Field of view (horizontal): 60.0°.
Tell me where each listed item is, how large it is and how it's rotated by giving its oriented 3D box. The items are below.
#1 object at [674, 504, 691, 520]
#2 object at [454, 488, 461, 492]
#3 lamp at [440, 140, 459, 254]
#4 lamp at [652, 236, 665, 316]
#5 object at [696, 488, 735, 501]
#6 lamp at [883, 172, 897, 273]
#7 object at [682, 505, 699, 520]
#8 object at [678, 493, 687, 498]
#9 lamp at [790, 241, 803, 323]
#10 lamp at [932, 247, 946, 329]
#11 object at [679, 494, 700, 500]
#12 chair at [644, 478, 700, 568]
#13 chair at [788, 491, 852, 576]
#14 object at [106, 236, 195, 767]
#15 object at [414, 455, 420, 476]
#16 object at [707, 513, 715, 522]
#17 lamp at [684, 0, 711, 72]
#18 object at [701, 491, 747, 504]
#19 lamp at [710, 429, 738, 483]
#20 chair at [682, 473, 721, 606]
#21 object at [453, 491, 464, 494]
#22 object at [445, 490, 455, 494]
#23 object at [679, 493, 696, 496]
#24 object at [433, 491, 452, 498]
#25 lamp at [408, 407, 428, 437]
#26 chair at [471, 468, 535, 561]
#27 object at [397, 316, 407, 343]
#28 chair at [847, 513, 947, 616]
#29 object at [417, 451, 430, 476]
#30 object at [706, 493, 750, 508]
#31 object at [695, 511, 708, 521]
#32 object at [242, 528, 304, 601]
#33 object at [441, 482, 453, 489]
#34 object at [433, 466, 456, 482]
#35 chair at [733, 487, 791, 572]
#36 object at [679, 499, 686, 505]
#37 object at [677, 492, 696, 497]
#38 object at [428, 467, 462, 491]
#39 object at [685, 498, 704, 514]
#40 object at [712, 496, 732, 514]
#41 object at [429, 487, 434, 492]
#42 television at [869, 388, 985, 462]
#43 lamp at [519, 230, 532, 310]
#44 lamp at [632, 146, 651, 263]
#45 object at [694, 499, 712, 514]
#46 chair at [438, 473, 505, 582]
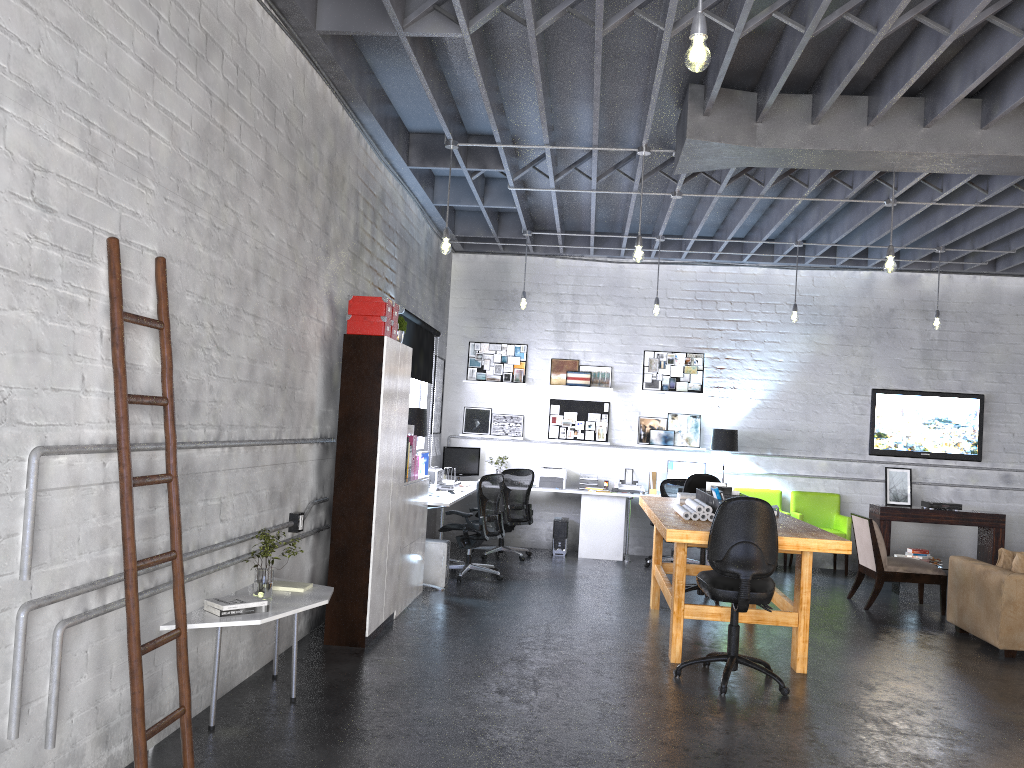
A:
[{"bbox_3d":[1.235,0.928,6.447,0.057,0.058,0.635,3,-3,5],"label":"object"},{"bbox_3d":[-0.552,1.086,9.061,0.078,0.049,0.062,4,-3,-25],"label":"object"},{"bbox_3d":[-0.492,-1.441,6.877,0.104,0.877,0.104,3,-2,5],"label":"lamp"},{"bbox_3d":[1.605,-1.181,9.735,0.104,0.877,0.104,3,-2,5],"label":"lamp"},{"bbox_3d":[1.658,0.937,7.153,0.316,0.156,0.306,3,-3,5],"label":"object"},{"bbox_3d":[2.827,-1.260,6.593,0.104,0.877,0.104,3,-2,5],"label":"lamp"},{"bbox_3d":[1.292,0.931,6.442,0.058,0.057,0.635,3,-3,5],"label":"object"},{"bbox_3d":[1.662,0.957,7.455,0.519,0.047,0.046,3,-2,5],"label":"object"},{"bbox_3d":[3.080,-1.101,9.609,0.104,0.877,0.104,3,-2,5],"label":"lamp"},{"bbox_3d":[4.560,-1.020,9.482,0.104,0.877,0.104,5,-2,-41],"label":"lamp"},{"bbox_3d":[1.654,0.951,7.354,0.519,0.047,0.046,3,-2,3],"label":"object"},{"bbox_3d":[1.853,1.583,10.175,0.732,1.031,0.753,4,-2,-26],"label":"chair"},{"bbox_3d":[3.651,1.762,10.550,0.611,0.920,0.516,3,-2,5],"label":"chair"},{"bbox_3d":[-1.399,0.524,3.453,0.320,2.119,0.425,3,-2,5],"label":"object"},{"bbox_3d":[-0.936,0.709,7.785,0.214,0.177,0.161,3,-2,5],"label":"object"},{"bbox_3d":[1.405,0.937,6.433,0.058,0.057,0.635,3,-3,5],"label":"object"},{"bbox_3d":[0.683,-1.550,3.168,0.104,0.877,0.104,3,-2,23],"label":"lamp"},{"bbox_3d":[1.632,0.921,6.847,0.316,0.156,0.306,3,-3,5],"label":"object"},{"bbox_3d":[2.553,0.962,10.701,0.334,0.831,0.333,5,-2,-34],"label":"lamp"},{"bbox_3d":[1.772,1.410,8.071,0.659,1.164,0.687,3,-2,3],"label":"chair"},{"bbox_3d":[-0.560,1.109,9.057,0.119,0.016,0.119,2,-3,23],"label":"object"},{"bbox_3d":[-0.631,1.091,8.975,0.114,0.036,0.058,4,-2,-5],"label":"object"},{"bbox_3d":[1.658,0.954,7.409,0.519,0.047,0.046,3,-2,5],"label":"object"},{"bbox_3d":[-0.680,1.078,8.684,0.181,0.028,0.422,4,-3,-5],"label":"object"},{"bbox_3d":[-0.947,0.632,8.105,0.334,0.831,0.333,5,-2,-34],"label":"lamp"},{"bbox_3d":[-0.117,1.468,10.190,0.752,1.031,0.732,2,-2,29],"label":"chair"},{"bbox_3d":[-0.871,-0.400,6.665,0.169,0.240,0.171,3,-2,4],"label":"object"},{"bbox_3d":[3.667,1.702,8.464,0.725,0.842,0.575,3,-2,5],"label":"chair"},{"bbox_3d":[-0.935,0.871,8.750,0.212,0.417,0.465,3,-2,5],"label":"object"},{"bbox_3d":[1.606,0.905,6.540,0.316,0.156,0.306,3,-3,5],"label":"object"},{"bbox_3d":[1.348,0.934,6.437,0.057,0.058,0.635,3,-3,5],"label":"object"},{"bbox_3d":[-1.245,0.935,4.587,0.297,0.362,0.271,2,-3,40],"label":"object"},{"bbox_3d":[-0.850,1.102,9.776,0.392,0.064,0.259,3,-3,5],"label":"object"},{"bbox_3d":[-0.812,1.051,10.116,0.324,0.208,0.233,3,-2,5],"label":"object"},{"bbox_3d":[2.960,1.724,10.610,0.611,0.920,0.516,3,-2,5],"label":"chair"},{"bbox_3d":[1.650,0.990,7.338,0.519,0.047,0.047,3,-2,5],"label":"object"},{"bbox_3d":[1.670,0.962,7.548,0.519,0.047,0.046,3,-2,5],"label":"object"},{"bbox_3d":[-0.781,1.003,9.347,0.485,0.230,0.420,3,-3,5],"label":"object"},{"bbox_3d":[1.324,0.883,6.441,0.057,0.057,0.635,3,-3,5],"label":"object"},{"bbox_3d":[1.581,0.888,6.234,0.316,0.156,0.306,3,-3,5],"label":"object"},{"bbox_3d":[-0.856,1.053,9.033,0.082,0.090,0.090,2,-3,30],"label":"object"},{"bbox_3d":[5.003,0.495,10.706,1.324,0.816,0.021,3,-2,5],"label":"television"},{"bbox_3d":[0.147,-1.261,9.860,0.104,0.877,0.104,3,-2,5],"label":"lamp"},{"bbox_3d":[0.982,-1.361,6.751,0.104,0.877,0.104,3,-2,5],"label":"lamp"},{"bbox_3d":[1.380,0.887,6.436,0.057,0.057,0.635,3,-3,5],"label":"object"},{"bbox_3d":[-0.412,1.382,8.754,0.752,1.031,0.732,3,-2,9],"label":"chair"}]
